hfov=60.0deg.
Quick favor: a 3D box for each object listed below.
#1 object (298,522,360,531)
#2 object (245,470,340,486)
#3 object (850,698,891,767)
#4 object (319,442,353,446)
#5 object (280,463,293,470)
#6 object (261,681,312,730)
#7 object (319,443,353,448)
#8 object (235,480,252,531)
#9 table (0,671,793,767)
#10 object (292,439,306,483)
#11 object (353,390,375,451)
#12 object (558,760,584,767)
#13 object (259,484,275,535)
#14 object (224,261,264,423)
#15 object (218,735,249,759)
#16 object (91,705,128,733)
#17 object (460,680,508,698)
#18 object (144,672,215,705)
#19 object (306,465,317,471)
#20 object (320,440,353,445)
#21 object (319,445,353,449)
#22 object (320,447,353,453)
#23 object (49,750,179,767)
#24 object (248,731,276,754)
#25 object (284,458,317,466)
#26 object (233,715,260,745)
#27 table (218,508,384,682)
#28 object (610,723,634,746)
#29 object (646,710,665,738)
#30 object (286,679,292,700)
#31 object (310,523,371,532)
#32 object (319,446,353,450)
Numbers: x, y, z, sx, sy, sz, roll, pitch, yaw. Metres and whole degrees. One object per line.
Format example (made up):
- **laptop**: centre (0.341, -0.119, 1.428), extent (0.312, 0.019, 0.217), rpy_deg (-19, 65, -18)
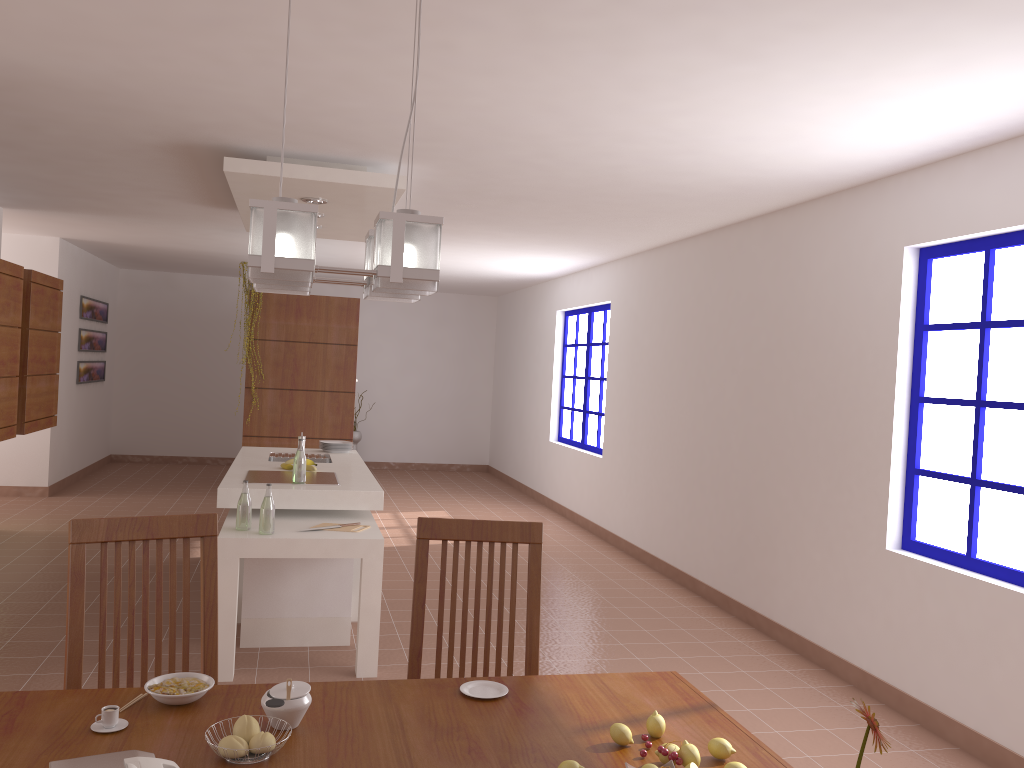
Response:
- **object**: centre (-0.879, 0.692, 4.288), extent (0.041, 0.008, 0.375), rpy_deg (4, 1, 43)
- **object**: centre (-1.213, 0.518, 4.902), extent (0.493, 0.006, 0.551), rpy_deg (3, 1, -14)
- **object**: centre (0.395, 0.542, 1.022), extent (0.050, 0.365, 0.085), rpy_deg (3, 1, -16)
- **object**: centre (-1.281, 0.442, 6.460), extent (0.228, 0.020, 0.228), rpy_deg (3, 1, -32)
- **object**: centre (-1.338, 0.491, 5.282), extent (0.060, 0.033, 0.207), rpy_deg (3, 1, -34)
- **object**: centre (-0.442, 0.629, 1.735), extent (0.096, 0.079, 0.096), rpy_deg (3, 1, -18)
- **object**: centre (-1.281, 0.452, 6.460), extent (0.228, 0.020, 0.228), rpy_deg (3, 1, -32)
- **object**: centre (-1.253, 0.567, 4.155), extent (0.071, 0.230, 0.071), rpy_deg (3, 1, -33)
- **table**: centre (-0.381, 1.045, 1.541), extent (1.800, 0.740, 0.900), rpy_deg (3, 1, -14)
- **object**: centre (-1.126, 0.407, 4.707), extent (0.071, 0.230, 0.071), rpy_deg (3, 1, -33)
- **object**: centre (-2.132, 0.612, 11.828), extent (0.655, 1.112, 0.284), rpy_deg (3, 1, 5)
- **object**: centre (0.100, 0.680, 1.555), extent (0.041, 0.041, 0.042), rpy_deg (3, 1, -28)
- **object**: centre (-1.125, 0.575, 4.085), extent (0.071, 0.230, 0.071), rpy_deg (3, 1, -33)
- **object**: centre (-2.166, -0.333, 7.331), extent (0.279, 1.344, 0.297), rpy_deg (4, 1, 35)
- **object**: centre (-0.497, 0.645, 1.581), extent (0.048, 0.032, 0.061), rpy_deg (2, 1, -44)
- **object**: centre (-0.762, 0.633, 1.681), extent (0.065, 0.037, 0.065), rpy_deg (3, 1, 0)
- **object**: centre (-0.062, 0.682, 1.972), extent (0.108, 0.008, 0.108), rpy_deg (4, 1, 41)
- **object**: centre (-0.686, 0.636, 1.830), extent (0.136, 0.036, 0.136), rpy_deg (4, 1, 34)
- **object**: centre (-1.230, 0.497, 5.281), extent (0.207, 0.033, 0.060), rpy_deg (4, 1, 31)
- **object**: centre (-1.280, 0.432, 6.459), extent (0.228, 0.020, 0.228), rpy_deg (3, 1, -32)
- **object**: centre (-1.282, 0.462, 6.460), extent (0.228, 0.020, 0.228), rpy_deg (3, 1, -32)
- **object**: centre (-1.283, 0.483, 6.460), extent (0.228, 0.020, 0.228), rpy_deg (3, 1, -32)
- **object**: centre (-0.617, 0.633, 1.391), extent (0.195, 0.062, 0.176), rpy_deg (3, 1, -29)
- **object**: centre (-0.452, 0.647, 1.604), extent (0.048, 0.033, 0.060), rpy_deg (3, 1, -15)
- **object**: centre (-1.253, 0.468, 5.299), extent (0.207, 0.055, 0.047), rpy_deg (2, 1, -37)
- **object**: centre (-0.491, 0.639, 1.641), extent (0.048, 0.044, 0.055), rpy_deg (3, 1, -34)
- **table**: centre (-1.086, 1.010, 4.515), extent (0.737, 0.647, 1.003), rpy_deg (3, 1, -14)
- **object**: centre (0.213, 0.684, 1.731), extent (0.041, 0.041, 0.042), rpy_deg (2, 1, -39)
- **object**: centre (0.289, 0.684, 1.783), extent (0.038, 0.053, 0.039), rpy_deg (3, 1, 21)
- **object**: centre (-0.428, 0.600, 1.699), extent (0.010, 0.075, 0.015), rpy_deg (3, 1, -14)
- **object**: centre (-0.837, 0.700, 4.326), extent (0.266, 0.006, 0.168), rpy_deg (3, 1, 3)
- **object**: centre (-1.282, 0.473, 6.460), extent (0.228, 0.020, 0.228), rpy_deg (3, 1, -32)
